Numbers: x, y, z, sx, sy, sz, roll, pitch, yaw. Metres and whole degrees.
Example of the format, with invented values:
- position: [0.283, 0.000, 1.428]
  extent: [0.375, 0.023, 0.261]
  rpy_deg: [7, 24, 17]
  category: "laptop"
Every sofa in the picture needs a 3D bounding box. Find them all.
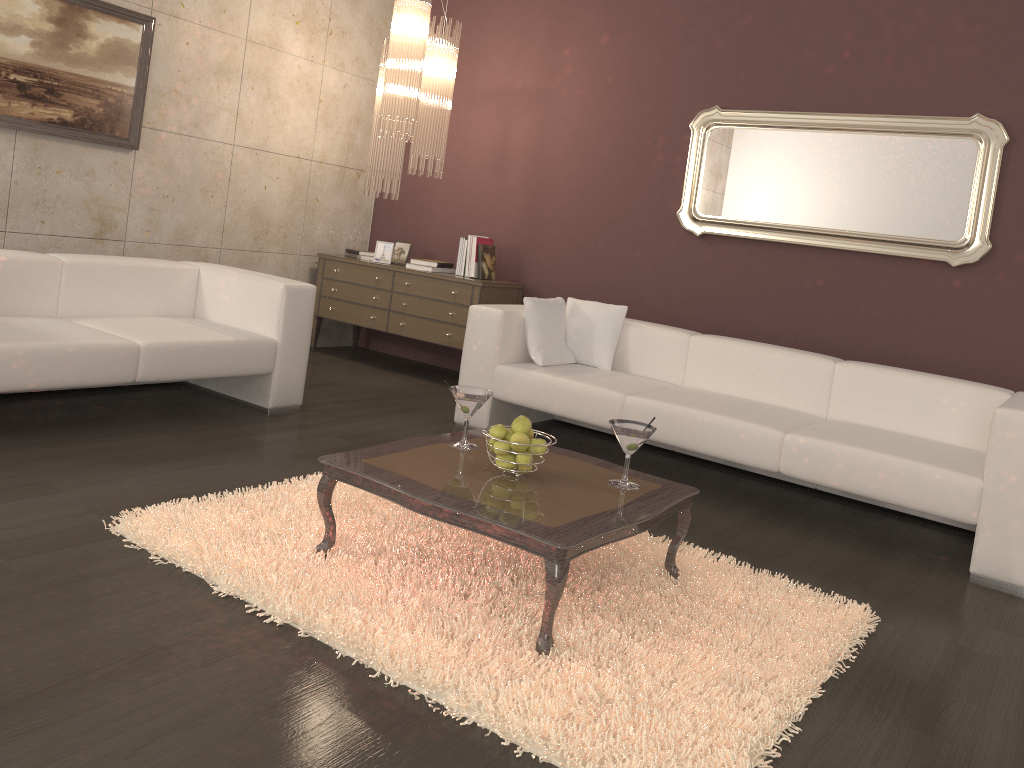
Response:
- position: [1.092, 0.133, 4.316]
  extent: [2.813, 0.646, 0.943]
  rpy_deg: [14, 9, 33]
  category: "sofa"
- position: [-1.969, -0.240, 4.039]
  extent: [0.953, 0.645, 2.028]
  rpy_deg: [13, 10, 33]
  category: "sofa"

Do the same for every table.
- position: [-0.005, 0.426, 2.723]
  extent: [0.923, 0.300, 0.905]
  rpy_deg: [13, 10, 32]
  category: "table"

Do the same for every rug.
- position: [-0.046, 0.568, 2.726]
  extent: [2.019, 0.067, 1.510]
  rpy_deg: [14, 11, 33]
  category: "rug"

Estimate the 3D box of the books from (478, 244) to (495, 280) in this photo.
- position: [-0.175, -0.832, 6.020]
  extent: [0.069, 0.236, 0.172]
  rpy_deg: [10, 5, 33]
  category: "books"

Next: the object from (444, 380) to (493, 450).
- position: [-0.149, 0.103, 2.970]
  extent: [0.152, 0.215, 0.151]
  rpy_deg: [10, 5, 26]
  category: "object"

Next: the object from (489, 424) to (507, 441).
- position: [-0.043, 0.147, 2.674]
  extent: [0.054, 0.051, 0.053]
  rpy_deg: [12, 7, 34]
  category: "object"

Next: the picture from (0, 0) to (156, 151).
- position: [-2.670, -1.740, 4.559]
  extent: [0.053, 0.787, 1.716]
  rpy_deg: [10, 8, 33]
  category: "picture"

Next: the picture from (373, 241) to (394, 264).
- position: [-0.924, -0.947, 6.341]
  extent: [0.128, 0.155, 0.051]
  rpy_deg: [8, 3, 4]
  category: "picture"

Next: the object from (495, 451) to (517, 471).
- position: [-0.017, 0.232, 2.682]
  extent: [0.067, 0.063, 0.070]
  rpy_deg: [7, 6, -12]
  category: "object"

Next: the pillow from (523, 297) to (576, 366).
- position: [0.202, -0.290, 4.776]
  extent: [0.187, 0.355, 0.376]
  rpy_deg: [10, 7, 32]
  category: "pillow"

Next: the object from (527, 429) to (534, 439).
- position: [0.044, 0.157, 2.728]
  extent: [0.049, 0.049, 0.046]
  rpy_deg: [2, 8, -42]
  category: "object"

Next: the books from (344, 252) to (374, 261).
- position: [-1.106, -0.953, 6.603]
  extent: [0.200, 0.031, 0.279]
  rpy_deg: [1, 11, -36]
  category: "books"

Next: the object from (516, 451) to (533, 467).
- position: [0.037, 0.225, 2.643]
  extent: [0.052, 0.048, 0.051]
  rpy_deg: [11, 7, 28]
  category: "object"

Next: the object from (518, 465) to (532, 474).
- position: [0.039, 0.252, 2.684]
  extent: [0.044, 0.043, 0.043]
  rpy_deg: [12, 8, 37]
  category: "object"

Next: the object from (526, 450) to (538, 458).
- position: [0.067, 0.199, 2.727]
  extent: [0.061, 0.062, 0.062]
  rpy_deg: [8, 6, -2]
  category: "object"

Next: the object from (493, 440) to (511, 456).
- position: [-0.031, 0.192, 2.652]
  extent: [0.054, 0.051, 0.053]
  rpy_deg: [13, 8, 37]
  category: "object"

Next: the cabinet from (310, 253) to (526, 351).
- position: [-0.725, -0.468, 6.310]
  extent: [1.544, 0.725, 0.531]
  rpy_deg: [13, 7, 33]
  category: "cabinet"

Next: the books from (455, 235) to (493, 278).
- position: [-0.254, -0.879, 6.079]
  extent: [0.180, 0.287, 0.204]
  rpy_deg: [11, 6, 33]
  category: "books"

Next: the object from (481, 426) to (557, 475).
- position: [0.014, 0.214, 2.699]
  extent: [0.233, 0.118, 0.237]
  rpy_deg: [6, 8, -11]
  category: "object"

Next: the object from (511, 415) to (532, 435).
- position: [0.029, 0.128, 2.685]
  extent: [0.063, 0.063, 0.062]
  rpy_deg: [12, 7, 33]
  category: "object"

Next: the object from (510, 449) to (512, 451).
- position: [-0.024, 0.180, 2.738]
  extent: [0.066, 0.065, 0.066]
  rpy_deg: [8, 6, 0]
  category: "object"

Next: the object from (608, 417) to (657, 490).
- position: [0.365, 0.210, 2.750]
  extent: [0.152, 0.215, 0.152]
  rpy_deg: [9, 5, 9]
  category: "object"

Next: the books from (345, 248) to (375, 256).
- position: [-1.119, -0.983, 6.588]
  extent: [0.169, 0.027, 0.236]
  rpy_deg: [1, 11, -36]
  category: "books"

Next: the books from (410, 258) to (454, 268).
- position: [-0.564, -0.853, 6.224]
  extent: [0.212, 0.034, 0.290]
  rpy_deg: [11, 10, 18]
  category: "books"

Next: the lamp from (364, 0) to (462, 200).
- position: [-0.503, -2.570, 5.587]
  extent: [0.482, 2.816, 0.489]
  rpy_deg: [7, 3, -20]
  category: "lamp"

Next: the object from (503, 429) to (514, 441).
- position: [-0.008, 0.162, 2.700]
  extent: [0.045, 0.043, 0.046]
  rpy_deg: [8, 6, 5]
  category: "object"

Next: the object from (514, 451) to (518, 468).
- position: [0.014, 0.233, 2.738]
  extent: [0.054, 0.054, 0.055]
  rpy_deg: [2, 9, -45]
  category: "object"

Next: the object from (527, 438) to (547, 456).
- position: [0.076, 0.192, 2.674]
  extent: [0.063, 0.054, 0.061]
  rpy_deg: [11, 7, 27]
  category: "object"

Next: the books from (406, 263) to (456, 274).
- position: [-0.569, -0.816, 6.208]
  extent: [0.227, 0.035, 0.308]
  rpy_deg: [13, 10, 28]
  category: "books"

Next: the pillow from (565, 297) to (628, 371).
- position: [0.433, -0.287, 4.943]
  extent: [0.380, 0.359, 0.169]
  rpy_deg: [12, 5, 32]
  category: "pillow"

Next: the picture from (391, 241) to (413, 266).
- position: [-0.820, -0.963, 6.479]
  extent: [0.141, 0.170, 0.078]
  rpy_deg: [10, 4, 19]
  category: "picture"

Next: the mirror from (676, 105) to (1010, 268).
- position: [1.810, -1.172, 5.069]
  extent: [1.802, 0.818, 0.047]
  rpy_deg: [13, 5, 34]
  category: "mirror"

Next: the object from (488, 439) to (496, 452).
- position: [-0.050, 0.185, 2.698]
  extent: [0.046, 0.045, 0.044]
  rpy_deg: [11, 7, 25]
  category: "object"

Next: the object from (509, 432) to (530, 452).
- position: [0.023, 0.175, 2.645]
  extent: [0.062, 0.061, 0.057]
  rpy_deg: [8, 6, 3]
  category: "object"
